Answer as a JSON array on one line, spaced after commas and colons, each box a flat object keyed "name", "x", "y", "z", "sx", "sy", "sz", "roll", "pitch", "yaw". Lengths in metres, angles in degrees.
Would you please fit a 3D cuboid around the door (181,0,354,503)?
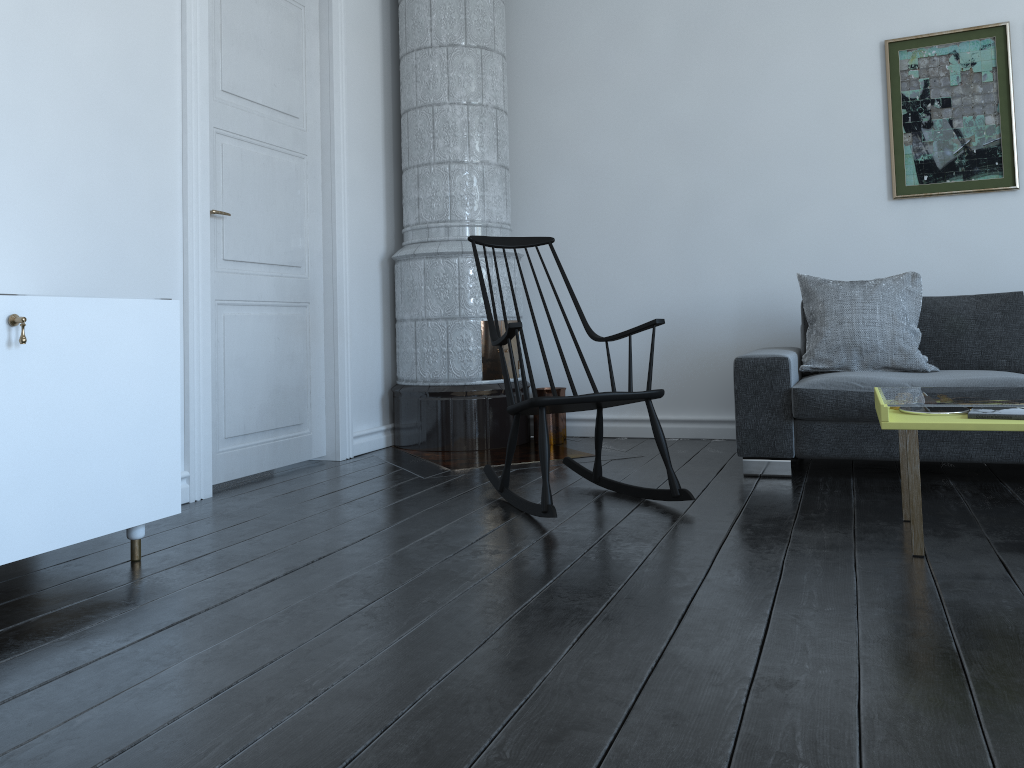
[{"name": "door", "x": -1.088, "y": -0.835, "z": 3.947, "sx": 0.116, "sy": 2.489, "sz": 1.166, "roll": -3, "pitch": -2, "yaw": 21}]

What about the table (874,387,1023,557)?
[{"name": "table", "x": 1.713, "y": 0.229, "z": 2.283, "sx": 1.399, "sy": 0.401, "sz": 0.601, "roll": 0, "pitch": 2, "yaw": 21}]

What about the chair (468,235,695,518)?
[{"name": "chair", "x": 0.172, "y": -0.090, "z": 3.248, "sx": 0.612, "sy": 1.010, "sz": 0.903, "roll": -1, "pitch": 0, "yaw": -24}]

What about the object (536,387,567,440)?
[{"name": "object", "x": 0.220, "y": 0.165, "z": 4.909, "sx": 0.173, "sy": 0.282, "sz": 0.175, "roll": -2, "pitch": -1, "yaw": 21}]

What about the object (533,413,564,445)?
[{"name": "object", "x": 0.195, "y": 0.218, "z": 4.725, "sx": 0.174, "sy": 0.200, "sz": 0.171, "roll": -2, "pitch": 0, "yaw": 11}]

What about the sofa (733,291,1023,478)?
[{"name": "sofa", "x": 2.178, "y": -0.030, "z": 3.603, "sx": 2.369, "sy": 0.727, "sz": 1.084, "roll": 0, "pitch": 2, "yaw": 21}]

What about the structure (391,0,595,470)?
[{"name": "structure", "x": -0.214, "y": -1.118, "z": 4.725, "sx": 0.778, "sy": 2.906, "sz": 1.263, "roll": 0, "pitch": -2, "yaw": -24}]

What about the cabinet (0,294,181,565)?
[{"name": "cabinet", "x": -1.404, "y": 0.163, "z": 2.066, "sx": 0.589, "sy": 0.738, "sz": 1.201, "roll": -2, "pitch": 2, "yaw": 21}]

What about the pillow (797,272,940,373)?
[{"name": "pillow", "x": 2.271, "y": -0.275, "z": 3.692, "sx": 2.052, "sy": 0.495, "sz": 0.478, "roll": 0, "pitch": 1, "yaw": 25}]
